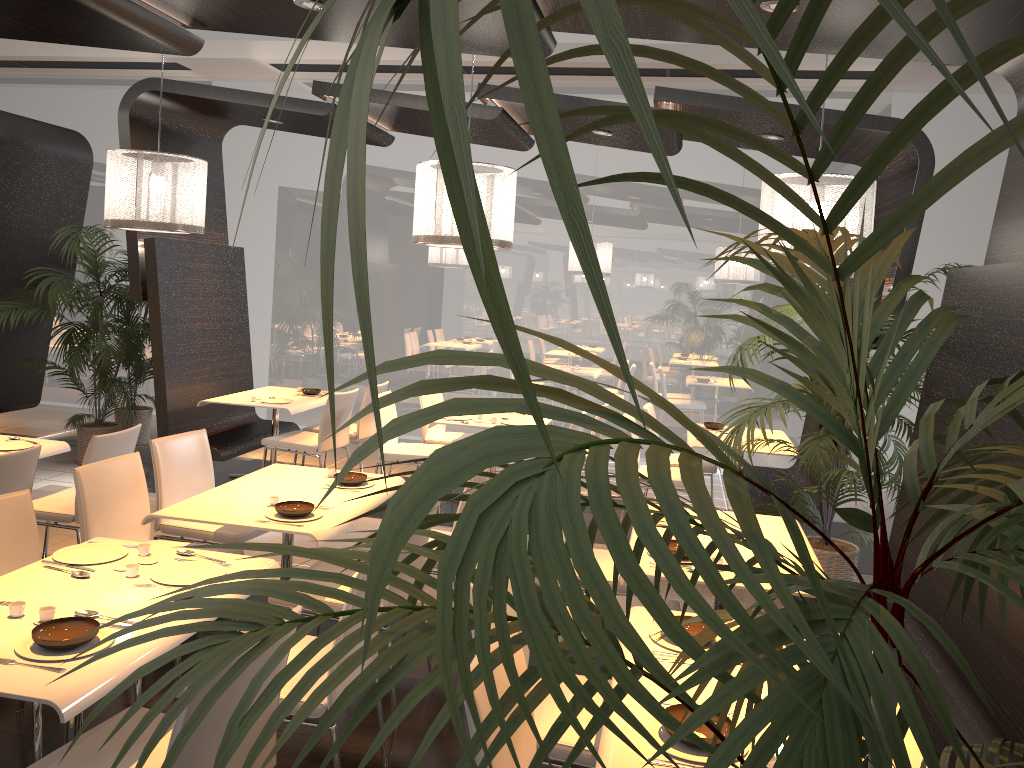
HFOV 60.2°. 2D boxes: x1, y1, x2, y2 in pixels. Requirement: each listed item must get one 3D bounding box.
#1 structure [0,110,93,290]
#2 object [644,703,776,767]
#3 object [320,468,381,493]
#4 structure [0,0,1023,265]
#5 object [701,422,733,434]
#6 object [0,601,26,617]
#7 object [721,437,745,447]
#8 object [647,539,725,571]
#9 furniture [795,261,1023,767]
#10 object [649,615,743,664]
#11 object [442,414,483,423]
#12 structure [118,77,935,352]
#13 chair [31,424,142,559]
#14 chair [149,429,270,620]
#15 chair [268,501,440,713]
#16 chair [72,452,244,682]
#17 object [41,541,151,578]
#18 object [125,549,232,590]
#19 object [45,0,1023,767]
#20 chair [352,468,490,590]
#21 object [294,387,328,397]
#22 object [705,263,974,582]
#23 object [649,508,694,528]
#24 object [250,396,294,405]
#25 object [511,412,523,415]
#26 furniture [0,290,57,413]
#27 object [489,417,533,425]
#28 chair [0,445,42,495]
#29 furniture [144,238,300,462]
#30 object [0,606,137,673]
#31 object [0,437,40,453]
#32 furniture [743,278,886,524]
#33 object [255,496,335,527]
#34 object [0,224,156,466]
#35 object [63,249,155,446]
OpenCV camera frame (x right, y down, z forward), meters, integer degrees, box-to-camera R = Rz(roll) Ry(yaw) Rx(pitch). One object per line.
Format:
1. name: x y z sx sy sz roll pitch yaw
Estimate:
1. structure: -7.068 -1.921 8.348 5.938 1.723 1.406 5 4 11
2. object: 0.461 0.821 2.058 0.304 0.044 0.366 5 6 10
3. object: -0.836 0.476 4.469 0.304 0.044 0.366 5 6 10
4. structure: -3.034 -1.176 3.762 10.671 1.732 2.912 5 5 11
5. object: 1.636 0.344 7.018 0.304 0.044 0.366 5 6 10
6. object: -1.565 0.656 2.474 0.335 0.038 0.378 4 6 5
7. object: 1.512 0.406 6.412 0.335 0.038 0.378 4 6 5
8. object: 0.692 0.674 3.515 0.304 0.044 0.366 5 6 10
9. furniture: 1.499 0.399 2.910 0.758 1.668 2.913 4 5 11
10. object: 0.566 0.761 2.656 0.304 0.044 0.366 5 6 10
11. object: -0.380 0.254 6.760 0.335 0.038 0.378 4 6 5
12. structure: -0.051 -1.348 6.994 5.938 1.723 1.406 5 4 11
13. chair: -2.404 0.655 4.795 0.605 0.867 0.485 4 3 8
14. chair: -1.549 0.724 4.641 0.606 0.867 0.485 5 3 18
15. chair: -0.642 0.876 3.754 0.606 0.867 0.485 4 3 13
16. chair: -1.597 0.799 3.954 0.606 0.872 0.485 4 3 13
17. object: -1.448 0.596 3.077 0.335 0.038 0.378 4 6 5
18. object: -1.138 0.620 3.035 0.335 0.038 0.379 3 6 0
19. object: 0.369 0.646 1.016 1.503 2.054 1.569 1 4 -33
20. chair: -0.440 0.815 4.420 0.605 0.867 0.485 4 3 8
21. object: -1.763 0.065 7.683 0.304 0.044 0.366 5 6 10
22. object: 2.000 0.283 5.186 1.508 2.054 1.564 5 4 24
23. object: 0.776 0.616 4.112 0.335 0.038 0.378 4 6 5
24. object: -1.932 0.119 7.132 0.335 0.038 0.379 3 6 0
25. object: 0.122 0.217 7.364 0.335 0.038 0.379 3 6 0
26. furniture: -4.850 -0.540 7.944 0.758 1.670 1.406 4 4 11
27. object: -0.010 0.276 6.762 0.335 0.038 0.379 3 6 0
28. chair: -2.605 0.719 4.130 0.606 0.872 0.485 5 3 18
29. furniture: -2.392 -0.339 7.470 0.758 1.670 1.406 4 4 11
30. object: -1.232 0.678 2.425 0.304 0.044 0.366 5 6 10
31. object: -2.788 0.318 4.864 0.335 0.038 0.379 3 6 0
32. furniture: 2.167 0.033 6.589 0.758 1.670 1.406 4 4 11
33. object: -0.960 0.539 3.832 0.304 0.044 0.366 5 6 10
34. object: -3.576 -0.319 7.590 1.561 2.054 1.510 4 3 4
35. object: -3.585 -0.441 8.695 1.503 2.054 1.569 2 4 -27
